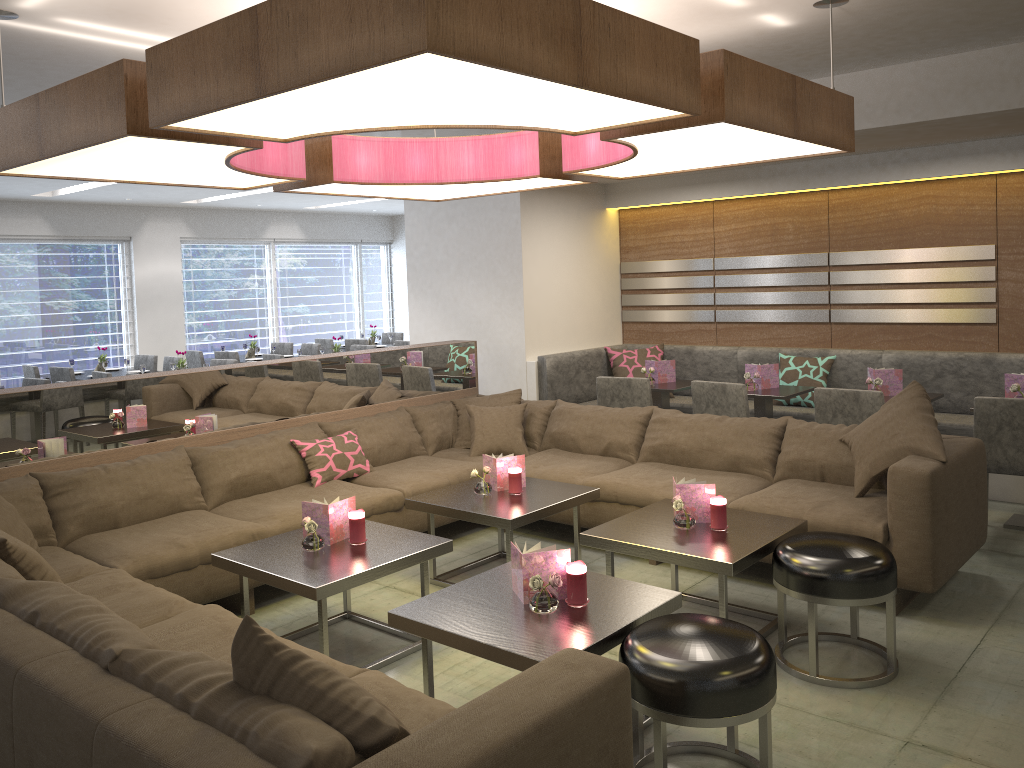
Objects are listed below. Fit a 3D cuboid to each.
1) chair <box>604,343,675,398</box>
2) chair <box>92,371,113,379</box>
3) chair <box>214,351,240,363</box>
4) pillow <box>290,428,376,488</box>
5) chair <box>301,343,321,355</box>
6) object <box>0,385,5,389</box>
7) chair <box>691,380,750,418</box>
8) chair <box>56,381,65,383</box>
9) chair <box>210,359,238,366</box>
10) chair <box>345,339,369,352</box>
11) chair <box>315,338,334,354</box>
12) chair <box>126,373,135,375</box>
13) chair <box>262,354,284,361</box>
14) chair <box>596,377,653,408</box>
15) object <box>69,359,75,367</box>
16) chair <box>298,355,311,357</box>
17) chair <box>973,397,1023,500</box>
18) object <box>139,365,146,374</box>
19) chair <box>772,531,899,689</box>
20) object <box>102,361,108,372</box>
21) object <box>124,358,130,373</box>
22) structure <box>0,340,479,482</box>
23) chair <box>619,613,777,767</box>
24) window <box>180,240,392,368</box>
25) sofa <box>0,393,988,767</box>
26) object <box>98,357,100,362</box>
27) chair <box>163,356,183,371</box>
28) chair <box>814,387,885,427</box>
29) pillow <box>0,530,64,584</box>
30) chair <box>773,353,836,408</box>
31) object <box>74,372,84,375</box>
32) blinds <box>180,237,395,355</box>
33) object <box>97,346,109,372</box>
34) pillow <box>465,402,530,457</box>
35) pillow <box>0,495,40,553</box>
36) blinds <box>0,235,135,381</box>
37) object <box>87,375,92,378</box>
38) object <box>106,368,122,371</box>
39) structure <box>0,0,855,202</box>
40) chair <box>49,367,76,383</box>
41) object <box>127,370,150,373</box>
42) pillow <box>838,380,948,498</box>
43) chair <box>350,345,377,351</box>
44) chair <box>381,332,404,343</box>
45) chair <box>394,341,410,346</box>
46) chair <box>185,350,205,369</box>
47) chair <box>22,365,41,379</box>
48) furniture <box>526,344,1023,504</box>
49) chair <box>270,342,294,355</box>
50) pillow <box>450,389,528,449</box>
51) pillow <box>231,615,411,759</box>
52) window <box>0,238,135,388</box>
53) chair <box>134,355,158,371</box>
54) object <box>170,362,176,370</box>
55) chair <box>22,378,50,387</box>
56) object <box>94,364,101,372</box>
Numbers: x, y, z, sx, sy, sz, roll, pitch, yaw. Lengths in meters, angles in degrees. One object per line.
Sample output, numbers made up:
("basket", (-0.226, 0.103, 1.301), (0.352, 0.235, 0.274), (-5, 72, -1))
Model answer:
("chair", (0.997, -0.090, 6.934), (0.491, 0.426, 0.296), (-3, 4, -6))
("chair", (-3.331, 0.253, 7.717), (0.494, 0.759, 0.477), (-6, 5, -44))
("chair", (-2.931, 0.003, 9.702), (0.477, 0.759, 0.494), (0, 4, 36))
("pillow", (-0.948, 0.391, 4.729), (0.180, 0.251, 0.466), (1, 6, 36))
("chair", (-2.495, -0.071, 10.193), (0.494, 0.759, 0.477), (-6, 5, -44))
("object", (-3.794, 0.081, 6.563), (0.053, 0.139, 0.053), (-2, 3, -1))
("chair", (1.418, 0.344, 5.493), (0.494, 0.759, 0.477), (-5, 5, -42))
("chair", (-3.560, 0.390, 6.627), (0.494, 0.759, 0.477), (-6, 5, -44))
("chair", (-2.866, 0.170, 8.270), (0.477, 0.759, 0.494), (0, 4, 36))
("chair", (-1.772, -0.198, 11.050), (0.477, 0.759, 0.494), (0, 4, 36))
("chair", (-2.209, -0.218, 11.350), (0.494, 0.759, 0.477), (-6, 5, -44))
("chair", (-2.894, 0.272, 7.417), (0.477, 0.759, 0.494), (0, 4, 36))
("chair", (-2.217, 0.059, 9.012), (0.494, 0.759, 0.477), (-6, 5, -44))
("chair", (0.854, 0.309, 5.961), (0.477, 0.759, 0.494), (0, 4, 33))
("object", (-4.471, -0.181, 8.982), (0.053, 0.139, 0.053), (-2, 3, -7))
("chair", (-1.780, 0.079, 8.712), (0.477, 0.759, 0.494), (0, 4, 36))
("chair", (2.590, 0.423, 4.468), (0.477, 0.759, 0.494), (1, 4, 37))
("object", (-3.334, -0.103, 7.983), (0.053, 0.139, 0.053), (-2, 3, -7))
("chair", (1.161, 0.781, 3.188), (0.422, 0.449, 0.425), (0, 5, 22))
("object", (-3.963, -0.155, 8.614), (0.053, 0.139, 0.053), (-2, 3, -7))
("object", (-3.843, -0.185, 8.827), (0.053, 0.139, 0.053), (-2, 3, -7))
("structure", (-1.538, 0.409, 4.796), (0.224, 1.003, 3.791), (0, 6, 41))
("chair", (0.510, 0.894, 2.431), (0.423, 0.449, 0.424), (1, 5, 37))
("window", (-3.171, -1.073, 12.900), (0.158, 2.064, 3.676), (0, 6, 41))
("sofa", (-0.237, 0.663, 3.675), (3.182, 0.672, 3.783), (4, 9, 40))
("object", (-4.281, -0.214, 9.203), (0.053, 0.139, 0.053), (-2, 3, -7))
("chair", (-3.609, 0.123, 8.898), (0.494, 0.759, 0.477), (-6, 5, -44))
("chair", (1.994, 0.383, 4.989), (0.477, 0.759, 0.494), (1, 5, 43))
("pillow", (-1.687, 0.598, 2.945), (0.494, 0.338, 0.313), (2, 6, 35))
("chair", (2.052, -0.013, 6.237), (0.427, 0.394, 0.220), (2, 5, 41))
("object", (-4.393, -0.105, 8.841), (0.217, 0.015, 0.218), (4, 9, 40))
("blinds", (-3.086, -1.096, 12.837), (0.045, 2.035, 3.667), (0, 6, 41))
("object", (-4.072, -0.240, 8.783), (0.155, 0.275, 0.104), (1, 4, 38))
("pillow", (-0.081, 0.287, 5.280), (0.380, 0.321, 0.236), (-2, 4, -4))
("pillow", (-1.985, 0.564, 3.345), (0.298, 0.355, 0.505), (-3, 5, -17))
("blinds", (-7.006, -0.414, 8.280), (0.045, 2.034, 7.130), (0, 6, 41))
("object", (-3.949, -0.076, 8.459), (0.217, 0.015, 0.218), (4, 9, 40))
("object", (-4.142, -0.148, 9.133), (0.217, 0.015, 0.218), (4, 9, 40))
("structure", (-0.317, -1.183, 3.490), (2.449, 0.616, 2.453), (3, 9, 41))
("chair", (-4.045, 0.197, 8.407), (0.477, 0.759, 0.494), (0, 4, 36))
("object", (-3.698, -0.119, 8.751), (0.217, 0.015, 0.218), (4, 9, 40))
("pillow", (1.687, 0.244, 3.897), (0.299, 0.511, 0.622), (-4, 5, -35))
("chair", (-1.752, -0.023, 9.565), (0.477, 0.759, 0.494), (0, 4, 36))
("chair", (-1.744, -0.300, 11.903), (0.477, 0.759, 0.494), (0, 4, 36))
("chair", (-1.058, -0.142, 10.360), (0.494, 0.759, 0.477), (-6, 5, -44))
("chair", (-3.368, -0.016, 10.002), (0.494, 0.759, 0.477), (-6, 5, -44))
("chair", (-4.482, 0.177, 8.707), (0.494, 0.759, 0.477), (-6, 5, -44))
("furniture", (1.708, 0.454, 4.074), (5.653, 0.850, 4.276), (4, 9, 41))
("chair", (-2.903, -0.099, 10.555), (0.477, 0.759, 0.494), (0, 4, 36))
("pillow", (-0.145, 0.236, 5.480), (0.526, 0.393, 0.293), (-1, 4, 10))
("pillow", (-0.386, 0.633, 1.787), (0.532, 0.403, 0.281), (1, 5, 29))
("window", (-7.078, -0.394, 8.357), (0.158, 2.063, 7.135), (0, 6, 41))
("chair", (-4.017, 0.095, 9.260), (0.477, 0.759, 0.494), (0, 4, 36))
("object", (-3.144, -0.136, 8.204), (0.053, 0.139, 0.053), (-2, 3, -1))
("chair", (-3.968, 0.362, 6.988), (0.477, 0.759, 0.494), (0, 4, 36))
("object", (-4.120, -0.155, 8.825), (0.070, 0.099, 0.204), (-1, 6, 11))
